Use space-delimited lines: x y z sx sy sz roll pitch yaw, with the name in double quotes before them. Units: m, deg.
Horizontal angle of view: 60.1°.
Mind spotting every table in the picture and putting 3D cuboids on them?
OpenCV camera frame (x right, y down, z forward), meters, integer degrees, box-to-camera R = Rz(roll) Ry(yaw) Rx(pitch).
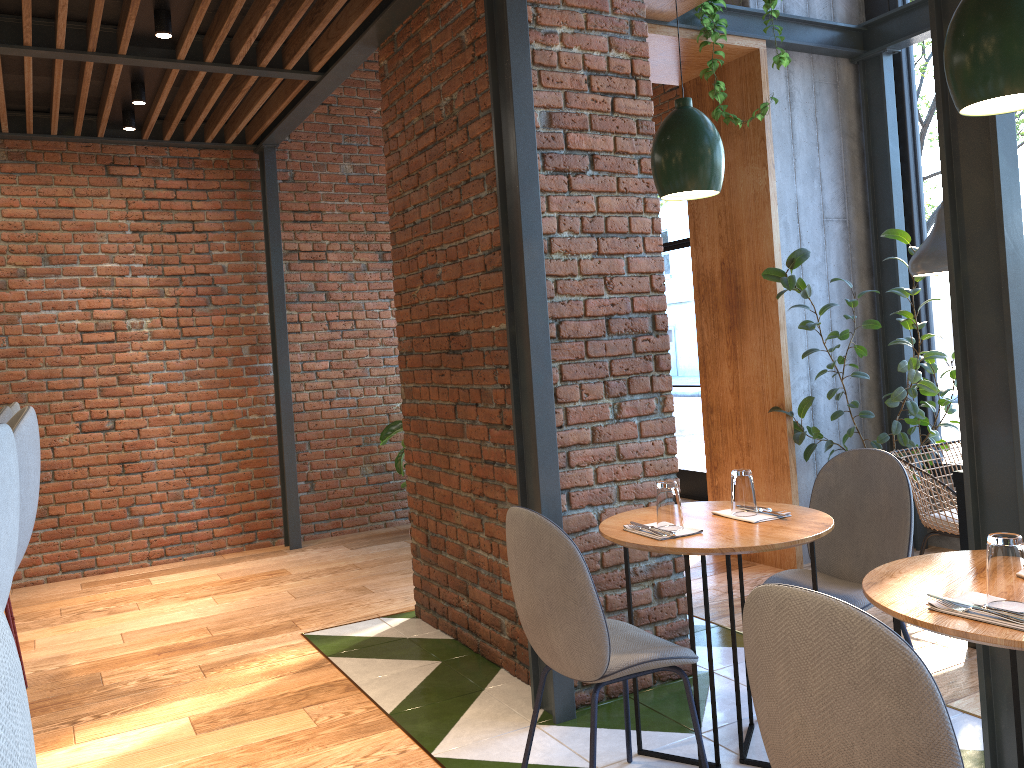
"table" 0.642 0.795 2.713 0.698 0.747 0.700 -4 1 18
"table" 1.122 0.796 1.821 0.699 0.747 0.700 -4 1 14
"table" 2.514 0.654 3.581 1.273 0.706 0.657 -5 1 -28

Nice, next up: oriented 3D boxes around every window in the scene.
"window" 4.273 -2.247 1.611 0.127 5.600 8.710 -4 1 -28
"window" 1.573 -0.406 6.889 0.097 2.701 2.133 -4 0 -28

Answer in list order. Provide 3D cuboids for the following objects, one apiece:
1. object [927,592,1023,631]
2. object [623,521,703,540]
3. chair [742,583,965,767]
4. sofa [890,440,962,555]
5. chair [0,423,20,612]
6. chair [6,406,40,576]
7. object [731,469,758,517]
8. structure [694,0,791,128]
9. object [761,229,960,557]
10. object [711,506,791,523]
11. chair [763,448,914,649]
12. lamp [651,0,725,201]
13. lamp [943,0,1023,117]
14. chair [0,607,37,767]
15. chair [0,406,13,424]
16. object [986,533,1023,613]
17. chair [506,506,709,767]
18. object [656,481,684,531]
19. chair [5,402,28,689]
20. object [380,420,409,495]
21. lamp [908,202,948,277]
"object" 0.929 0.429 1.713 0.158 0.019 0.242 -5 3 -31
"object" 0.440 0.428 2.639 0.157 0.019 0.242 -5 2 -25
"chair" 0.701 0.763 1.601 0.508 0.888 0.417 -4 0 -32
"sofa" 2.243 0.641 4.084 1.093 0.733 0.470 -5 1 -28
"chair" -1.137 0.712 1.576 0.508 1.244 0.418 -4 0 -17
"chair" -1.463 0.697 2.268 0.508 1.244 0.417 -4 0 -32
"object" 0.720 0.337 2.763 0.080 0.138 0.080 -4 0 -42
"structure" 1.071 -1.767 4.355 0.514 0.969 0.663 -4 0 -36
"object" 1.944 0.108 4.794 1.016 1.773 1.064 -4 0 31
"object" 0.751 0.402 2.761 0.157 0.019 0.242 -5 2 -25
"chair" 1.086 0.685 2.953 0.508 0.888 0.417 -4 0 -32
"lamp" 0.479 -1.588 2.738 0.224 2.023 0.223 -4 -1 -25
"lamp" 0.958 -1.587 1.847 0.224 2.023 0.223 -4 -1 -25
"chair" -0.345 0.710 0.176 0.508 1.244 0.417 -4 0 -28
"chair" -1.888 0.713 2.906 0.508 1.244 0.417 -4 0 -30
"object" 0.956 0.361 1.708 0.080 0.138 0.080 -4 0 11
"chair" 0.261 0.758 2.514 0.508 0.888 0.417 -4 0 -27
"object" 0.466 0.360 2.630 0.080 0.138 0.080 -4 0 8
"chair" -2.223 0.711 3.557 0.508 1.244 0.417 -4 0 -29
"object" -0.610 0.505 6.719 0.713 1.197 0.634 -4 0 22
"lamp" 1.787 -2.731 3.926 0.353 4.492 0.352 -4 -1 -23
